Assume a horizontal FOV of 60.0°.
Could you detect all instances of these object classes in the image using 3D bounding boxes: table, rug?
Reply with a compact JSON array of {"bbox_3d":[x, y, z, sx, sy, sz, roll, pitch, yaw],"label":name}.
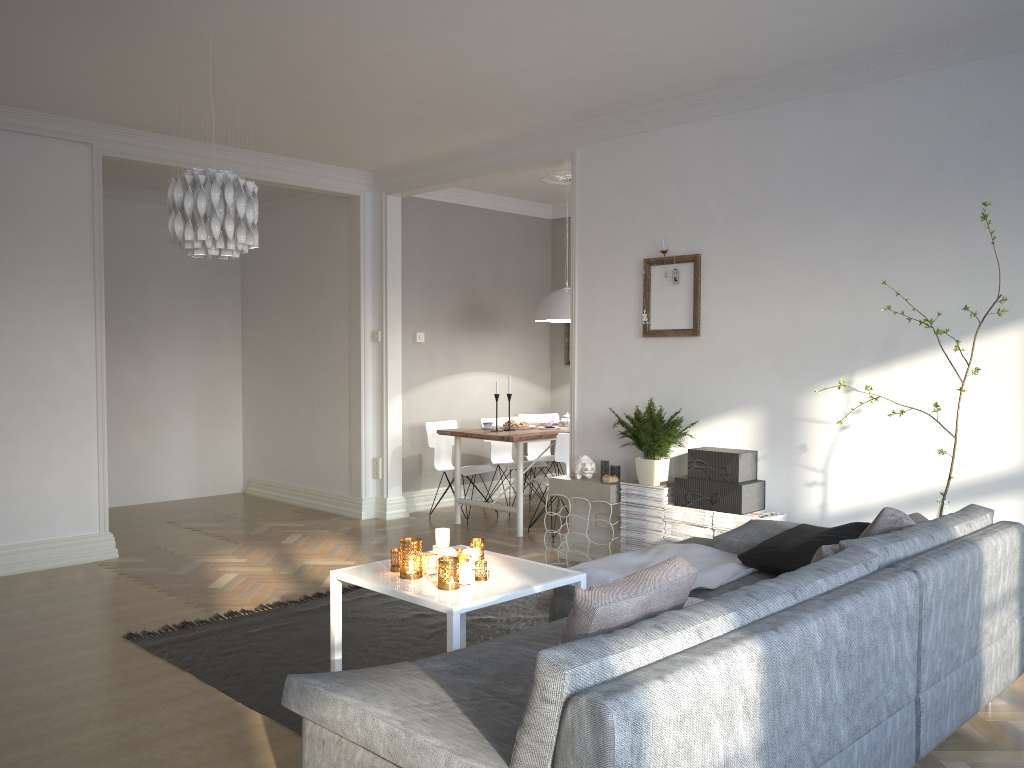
[{"bbox_3d":[-0.208,0.971,3.401,0.715,0.505,0.674,2,3,45],"label":"table"},{"bbox_3d":[1.261,0.933,4.725,0.327,0.499,0.246,3,3,45],"label":"table"},{"bbox_3d":[0.820,0.870,5.163,0.321,0.597,0.246,3,4,45],"label":"table"},{"bbox_3d":[-0.398,1.188,4.154,2.110,0.055,2.014,2,2,45],"label":"rug"},{"bbox_3d":[1.038,0.926,4.947,0.327,0.499,0.246,3,3,45],"label":"table"},{"bbox_3d":[0.410,0.726,7.383,0.852,0.751,1.986,2,3,45],"label":"table"},{"bbox_3d":[0.488,0.872,5.441,0.299,0.576,0.553,-2,3,-44],"label":"table"}]

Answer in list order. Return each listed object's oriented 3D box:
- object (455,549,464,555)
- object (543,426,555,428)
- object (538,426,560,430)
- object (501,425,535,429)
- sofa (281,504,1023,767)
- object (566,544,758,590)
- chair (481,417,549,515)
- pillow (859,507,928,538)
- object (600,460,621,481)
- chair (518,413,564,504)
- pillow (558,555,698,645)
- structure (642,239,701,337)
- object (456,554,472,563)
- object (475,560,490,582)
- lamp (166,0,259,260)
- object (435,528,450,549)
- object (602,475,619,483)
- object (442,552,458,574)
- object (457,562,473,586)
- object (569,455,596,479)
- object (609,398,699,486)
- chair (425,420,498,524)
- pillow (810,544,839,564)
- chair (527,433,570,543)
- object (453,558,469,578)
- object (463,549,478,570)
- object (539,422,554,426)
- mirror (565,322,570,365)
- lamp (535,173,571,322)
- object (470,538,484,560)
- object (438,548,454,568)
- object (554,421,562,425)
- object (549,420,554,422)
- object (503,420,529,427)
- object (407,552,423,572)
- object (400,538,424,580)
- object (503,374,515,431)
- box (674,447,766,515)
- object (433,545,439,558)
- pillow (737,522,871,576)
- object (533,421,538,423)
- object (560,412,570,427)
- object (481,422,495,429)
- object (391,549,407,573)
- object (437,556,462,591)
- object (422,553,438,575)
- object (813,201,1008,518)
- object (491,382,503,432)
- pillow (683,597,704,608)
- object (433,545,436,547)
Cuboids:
[{"bbox_3d":[-0.200,0.686,3.506,0.052,0.058,0.050,1,2,14],"label":"object"},{"bbox_3d":[0.292,0.349,7.080,0.100,0.025,0.066,1,2,22],"label":"object"},{"bbox_3d":[0.295,0.353,7.092,0.180,0.014,0.180,0,2,10],"label":"object"},{"bbox_3d":[0.048,0.347,7.152,0.287,0.020,0.287,1,2,33],"label":"object"},{"bbox_3d":[0.532,0.877,3.059,1.554,0.773,2.631,2,3,45],"label":"sofa"},{"bbox_3d":[0.649,0.961,3.802,0.725,0.437,0.811,2,3,43],"label":"object"},{"bbox_3d":[0.015,0.695,7.718,0.431,0.786,0.479,-2,3,-35],"label":"chair"},{"bbox_3d":[1.387,0.637,3.325,0.324,0.403,0.429,2,3,32],"label":"pillow"},{"bbox_3d":[0.598,0.519,5.385,0.123,0.134,0.062,0,3,-4],"label":"object"},{"bbox_3d":[0.303,0.680,8.232,0.431,0.786,0.479,0,3,-14],"label":"chair"},{"bbox_3d":[0.255,0.634,2.191,0.426,0.390,0.242,-2,3,-45],"label":"pillow"},{"bbox_3d":[0.924,-0.565,5.184,0.398,0.575,0.053,2,3,42],"label":"structure"},{"bbox_3d":[-0.180,0.684,3.339,0.060,0.073,0.060,-1,2,-20],"label":"object"},{"bbox_3d":[-0.110,0.689,3.268,0.054,0.068,0.047,0,2,5],"label":"object"},{"bbox_3d":[-1.208,-1.047,3.576,0.355,1.066,0.354,0,3,-3],"label":"lamp"},{"bbox_3d":[-0.273,0.606,3.479,0.060,0.073,0.060,-1,3,-29],"label":"object"},{"bbox_3d":[0.586,0.566,5.285,0.099,0.046,0.104,0,2,1],"label":"object"},{"bbox_3d":[-0.235,0.682,3.376,0.060,0.073,0.060,0,2,1],"label":"object"},{"bbox_3d":[-0.172,0.688,3.209,0.060,0.073,0.060,0,2,7],"label":"object"},{"bbox_3d":[0.435,0.509,5.462,0.137,0.150,0.311,0,2,-15],"label":"object"},{"bbox_3d":[0.796,0.338,5.114,0.438,0.527,0.368,2,3,45],"label":"object"},{"bbox_3d":[-0.421,0.707,7.304,0.479,0.786,0.431,2,3,35],"label":"chair"},{"bbox_3d":[1.067,0.673,3.085,0.414,0.311,0.337,-2,3,-40],"label":"pillow"},{"bbox_3d":[0.406,0.733,6.547,0.431,0.786,0.479,-1,3,-25],"label":"chair"},{"bbox_3d":[-0.188,0.686,3.274,0.060,0.073,0.060,-1,2,-20],"label":"object"},{"bbox_3d":[-0.160,0.681,3.439,0.060,0.073,0.060,-1,2,-20],"label":"object"},{"bbox_3d":[0.282,0.335,7.271,0.129,0.038,0.129,2,3,45],"label":"object"},{"bbox_3d":[0.695,-0.461,8.428,0.474,0.558,0.052,2,4,45],"label":"mirror"},{"bbox_3d":[0.456,-1.111,7.294,0.530,1.183,0.530,-2,3,-38],"label":"lamp"},{"bbox_3d":[-0.142,0.672,3.611,0.060,0.079,0.060,2,3,39],"label":"object"},{"bbox_3d":[-0.257,0.680,3.451,0.060,0.073,0.060,1,3,25],"label":"object"},{"bbox_3d":[0.489,0.336,7.567,0.287,0.020,0.287,1,2,18],"label":"object"},{"bbox_3d":[0.327,0.311,7.434,0.020,0.003,0.194,1,2,13],"label":"object"},{"bbox_3d":[0.025,0.321,7.158,0.197,0.063,0.188,1,2,15],"label":"object"},{"bbox_3d":[-0.370,0.682,3.384,0.060,0.073,0.060,2,3,34],"label":"object"},{"bbox_3d":[-0.379,0.651,3.311,0.090,0.140,0.086,1,3,15],"label":"object"},{"bbox_3d":[-0.021,0.140,6.908,0.095,0.449,0.095,2,3,40],"label":"object"},{"bbox_3d":[1.120,0.521,4.846,0.419,0.316,0.298,2,3,45],"label":"box"},{"bbox_3d":[-0.284,0.678,3.512,0.060,0.073,0.060,1,3,25],"label":"object"},{"bbox_3d":[1.201,0.674,3.639,0.401,0.248,0.421,-1,2,-25],"label":"pillow"},{"bbox_3d":[0.240,0.320,7.246,0.130,0.027,0.028,0,2,-2],"label":"object"},{"bbox_3d":[0.459,0.294,7.321,0.124,0.119,0.143,-2,3,-41],"label":"object"},{"bbox_3d":[-0.189,0.331,7.060,0.116,0.056,0.137,0,2,-14],"label":"object"},{"bbox_3d":[-0.437,0.678,3.406,0.060,0.079,0.060,2,3,35],"label":"object"},{"bbox_3d":[-0.225,0.674,3.157,0.080,0.104,0.080,2,3,35],"label":"object"},{"bbox_3d":[-0.310,0.683,3.359,0.060,0.073,0.060,2,3,34],"label":"object"},{"bbox_3d":[1.718,0.059,3.849,0.776,1.675,0.339,0,3,4],"label":"object"},{"bbox_3d":[-0.117,0.168,6.857,0.095,0.397,0.095,2,3,40],"label":"object"},{"bbox_3d":[0.439,0.727,2.670,0.405,0.194,0.404,1,2,31],"label":"pillow"},{"bbox_3d":[-0.284,0.675,3.512,0.056,0.067,0.056,0,2,7],"label":"object"}]
